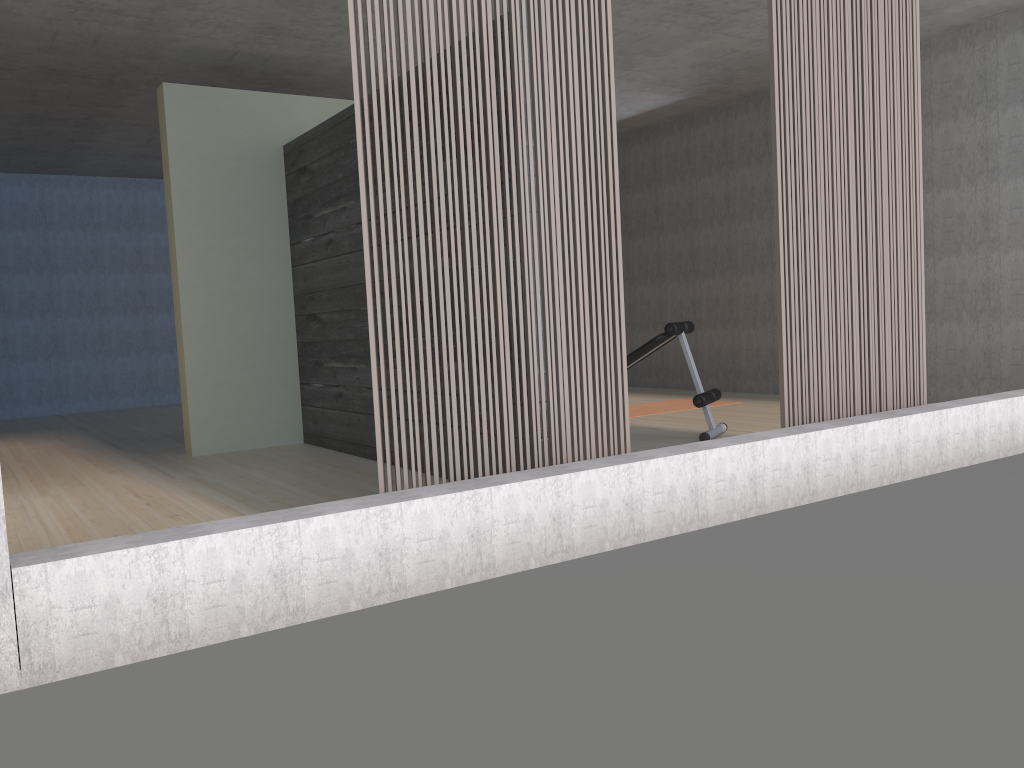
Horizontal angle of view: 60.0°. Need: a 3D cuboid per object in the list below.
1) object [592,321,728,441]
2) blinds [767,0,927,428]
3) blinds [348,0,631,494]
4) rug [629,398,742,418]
[{"bbox_3d":[0.710,-0.021,5.906,1.312,0.746,0.505,-1,5,27],"label":"object"},{"bbox_3d":[1.662,-0.958,4.326,1.133,2.744,0.069,-6,5,-33],"label":"blinds"},{"bbox_3d":[-0.045,-0.789,3.232,1.133,2.744,0.069,-6,5,-33],"label":"blinds"},{"bbox_3d":[0.633,0.263,7.241,2.779,0.002,0.716,-6,5,-33],"label":"rug"}]
